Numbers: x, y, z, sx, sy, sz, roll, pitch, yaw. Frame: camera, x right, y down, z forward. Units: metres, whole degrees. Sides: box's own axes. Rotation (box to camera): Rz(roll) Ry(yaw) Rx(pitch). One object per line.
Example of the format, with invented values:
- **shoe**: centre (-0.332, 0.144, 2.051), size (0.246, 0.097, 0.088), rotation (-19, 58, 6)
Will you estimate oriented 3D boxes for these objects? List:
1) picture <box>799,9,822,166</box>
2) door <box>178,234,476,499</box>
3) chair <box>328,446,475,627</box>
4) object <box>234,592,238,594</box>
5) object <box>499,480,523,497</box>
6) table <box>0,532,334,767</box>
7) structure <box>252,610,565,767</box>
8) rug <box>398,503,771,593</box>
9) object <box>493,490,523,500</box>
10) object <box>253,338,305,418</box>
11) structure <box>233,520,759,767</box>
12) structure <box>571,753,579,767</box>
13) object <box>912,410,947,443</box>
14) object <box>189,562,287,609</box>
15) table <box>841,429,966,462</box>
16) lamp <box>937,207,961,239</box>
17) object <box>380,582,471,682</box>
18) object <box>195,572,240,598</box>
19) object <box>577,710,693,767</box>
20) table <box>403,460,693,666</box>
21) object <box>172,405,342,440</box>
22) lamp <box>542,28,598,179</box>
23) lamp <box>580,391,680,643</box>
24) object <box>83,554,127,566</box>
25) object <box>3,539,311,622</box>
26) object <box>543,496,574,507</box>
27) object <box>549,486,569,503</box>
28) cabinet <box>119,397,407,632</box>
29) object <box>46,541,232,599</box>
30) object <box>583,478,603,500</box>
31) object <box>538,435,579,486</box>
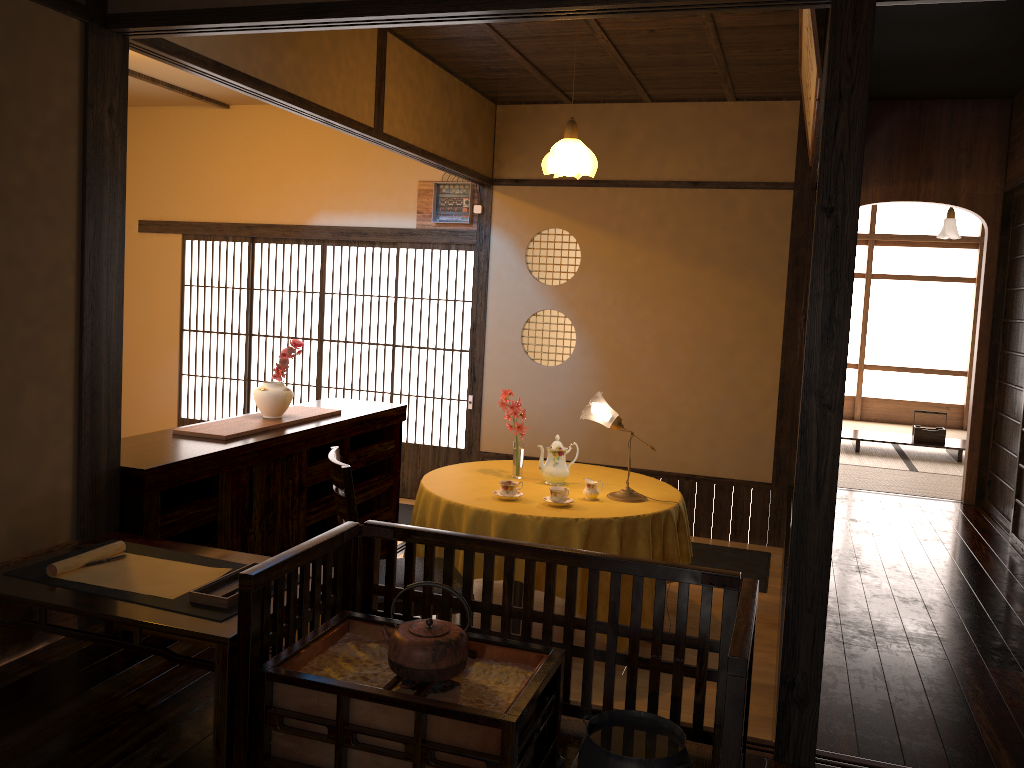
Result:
- **picture**: centre (1.373, -1.454, 4.115), size (0.117, 0.564, 2.047), rotation (4, 6, 17)
- **door**: centre (-1.563, -0.167, 7.189), size (2.650, 1.996, 0.066), rotation (5, 4, 18)
- **chair**: centre (-0.487, 0.772, 3.690), size (0.577, 0.958, 0.492), rotation (2, 5, -17)
- **object**: centre (-0.725, 0.567, 2.497), size (0.012, 0.012, 0.180), rotation (5, 6, 17)
- **object**: centre (-0.014, 0.490, 4.130), size (0.099, 0.076, 0.090), rotation (8, 7, 42)
- **table**: centre (-1.023, 0.726, 2.586), size (0.881, 0.336, 0.601), rotation (5, 6, 17)
- **structure**: centre (-0.240, 0.825, 2.193), size (0.666, 0.299, 0.453), rotation (5, 6, 17)
- **rug**: centre (0.206, 1.052, 5.988), size (2.956, 0.005, 0.903), rotation (5, 6, 18)
- **object**: centre (-0.019, 0.522, 4.136), size (0.144, 0.024, 0.144), rotation (1, 6, -22)
- **object**: centre (-1.120, -0.032, 4.339), size (0.189, 0.377, 0.321), rotation (5, 5, 26)
- **structure**: centre (-0.015, 0.729, 2.268), size (1.198, 0.498, 0.599), rotation (5, 5, 18)
- **structure**: centre (0.287, 0.992, 2.109), size (0.330, 0.040, 0.331), rotation (5, 6, 17)
- **object**: centre (3.645, 0.366, 7.741), size (0.260, 0.258, 0.150), rotation (5, 5, 18)
- **object**: centre (-0.761, 0.563, 2.495), size (0.121, 0.028, 0.296), rotation (5, 6, 18)
- **table**: centre (3.456, 0.538, 7.811), size (1.201, 0.118, 0.601), rotation (5, 6, 17)
- **lamp**: centre (3.777, -1.646, 7.595), size (0.197, 0.796, 0.225), rotation (5, 5, 25)
- **object**: centre (-0.202, 0.590, 2.169), size (0.198, 0.216, 0.198), rotation (0, 6, -34)
- **object**: centre (-0.786, 0.564, 2.460), size (0.082, 0.019, 0.201), rotation (5, 6, 18)
- **object**: centre (0.290, 0.899, 2.104), size (0.266, 0.147, 0.267), rotation (1, 6, -16)
- **table**: centre (0.178, 0.855, 4.504), size (1.445, 0.694, 1.445), rotation (5, 6, 18)
- **object**: centre (-1.176, 0.175, 4.231), size (0.267, 0.020, 0.999), rotation (5, 6, 17)
- **lamp**: centre (0.302, -1.427, 4.357), size (0.250, 0.808, 0.277), rotation (7, 6, 39)
- **lamp**: centre (0.555, 0.642, 4.284), size (0.512, 1.200, 0.198), rotation (4, 4, 18)
- **object**: centre (-1.219, 0.530, 2.661), size (0.012, 0.010, 0.141), rotation (6, 7, 33)
- **object**: centre (-1.022, 0.556, 2.576), size (0.761, 0.003, 0.406), rotation (5, 6, 20)
- **object**: centre (0.211, 0.541, 4.063), size (0.144, 0.024, 0.144), rotation (1, 6, -22)
- **object**: centre (0.213, 0.510, 4.056), size (0.090, 0.076, 0.099), rotation (3, 5, 2)
- **cabinet**: centre (-1.202, 0.671, 4.234), size (0.489, 0.969, 2.189), rotation (4, 6, 17)
- **object**: centre (-1.075, 0.533, 2.578), size (0.430, 0.038, 0.276), rotation (5, 6, 18)
- **object**: centre (0.381, 0.498, 4.214), size (0.083, 0.098, 0.078), rotation (2, 5, -13)
- **object**: centre (0.232, 0.382, 4.511), size (0.164, 0.252, 0.154), rotation (6, 5, 31)
